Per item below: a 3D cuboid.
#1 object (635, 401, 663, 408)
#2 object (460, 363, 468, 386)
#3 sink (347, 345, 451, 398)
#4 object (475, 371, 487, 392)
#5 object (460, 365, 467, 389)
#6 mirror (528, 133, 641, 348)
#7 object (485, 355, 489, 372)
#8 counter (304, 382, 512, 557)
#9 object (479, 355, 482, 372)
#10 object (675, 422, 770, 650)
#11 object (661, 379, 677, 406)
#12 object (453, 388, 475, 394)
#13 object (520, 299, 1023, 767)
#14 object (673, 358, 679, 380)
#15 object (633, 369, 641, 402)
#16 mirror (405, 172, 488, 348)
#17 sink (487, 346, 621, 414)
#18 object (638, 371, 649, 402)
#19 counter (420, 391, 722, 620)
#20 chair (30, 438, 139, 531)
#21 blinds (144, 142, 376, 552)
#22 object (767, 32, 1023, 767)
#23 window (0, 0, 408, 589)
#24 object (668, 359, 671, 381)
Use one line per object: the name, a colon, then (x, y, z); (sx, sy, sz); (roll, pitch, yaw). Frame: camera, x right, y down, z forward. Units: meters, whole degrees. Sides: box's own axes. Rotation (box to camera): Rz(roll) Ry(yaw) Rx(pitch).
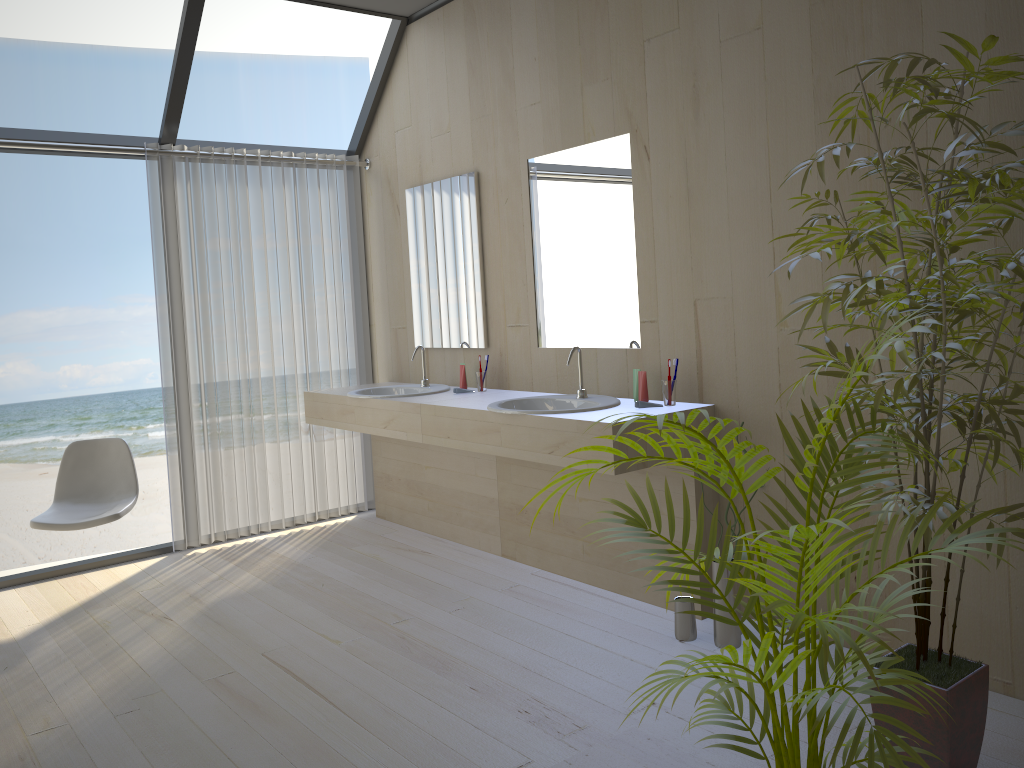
object: (0.509, 0.075, 3.297); (0.104, 0.029, 0.033); (-3, 4, 3)
object: (-0.244, -0.037, 4.442); (0.039, 0.134, 0.039); (-3, 2, 11)
sink: (-0.576, 0.023, 4.499); (0.505, 0.418, 0.574); (-6, 5, -34)
object: (-0.147, -0.010, 4.288); (0.059, 0.100, 0.058); (-5, 3, -31)
object: (-0.240, -0.026, 4.328); (0.039, 0.134, 0.039); (-3, 2, 11)
mirror: (0.306, -0.587, 3.816); (0.023, 0.866, 0.653); (-5, 3, -38)
object: (-0.134, -0.053, 4.289); (0.054, 0.175, 0.012); (-4, 2, -13)
counter: (-0.536, 0.429, 4.568); (0.552, 0.789, 1.205); (-6, 5, -38)
object: (-0.150, -0.050, 4.256); (0.012, 0.178, 0.050); (-3, 2, 2)
object: (0.748, 0.507, 3.103); (0.273, 0.747, 0.408); (-1, 3, 40)
object: (0.593, 0.034, 3.335); (0.058, 0.100, 0.058); (-5, 3, -27)
object: (-0.230, 0.030, 4.250); (0.104, 0.029, 0.033); (-3, 4, 3)
object: (0.477, 0.433, 1.660); (0.916, 1.154, 0.753); (-4, 3, -4)
object: (0.606, -0.008, 3.337); (0.054, 0.175, 0.012); (-4, 2, -13)
object: (0.495, 0.008, 3.489); (0.039, 0.134, 0.039); (-3, 2, 4)
mirror: (-0.351, -0.622, 4.618); (0.023, 0.866, 0.653); (-5, 3, -38)
sink: (0.163, 0.068, 3.546); (0.505, 0.418, 0.574); (-6, 5, -34)
object: (0.500, 0.019, 3.375); (0.039, 0.134, 0.039); (-3, 2, 4)
counter: (0.204, 0.474, 3.615); (0.552, 0.789, 1.205); (-6, 5, -38)
chair: (-1.892, 0.444, 3.944); (0.369, 0.346, 0.455); (-4, 4, -9)
blinds: (-1.323, -0.239, 4.838); (1.186, 2.066, 0.084); (-5, 3, -38)
object: (1.025, 0.070, 2.142); (0.787, 1.753, 0.937); (-4, 3, -13)
window: (-2.500, -0.408, 3.683); (4.573, 2.807, 0.745); (-7, 4, -38)
object: (0.590, -0.005, 3.304); (0.012, 0.178, 0.050); (-3, 2, 2)
